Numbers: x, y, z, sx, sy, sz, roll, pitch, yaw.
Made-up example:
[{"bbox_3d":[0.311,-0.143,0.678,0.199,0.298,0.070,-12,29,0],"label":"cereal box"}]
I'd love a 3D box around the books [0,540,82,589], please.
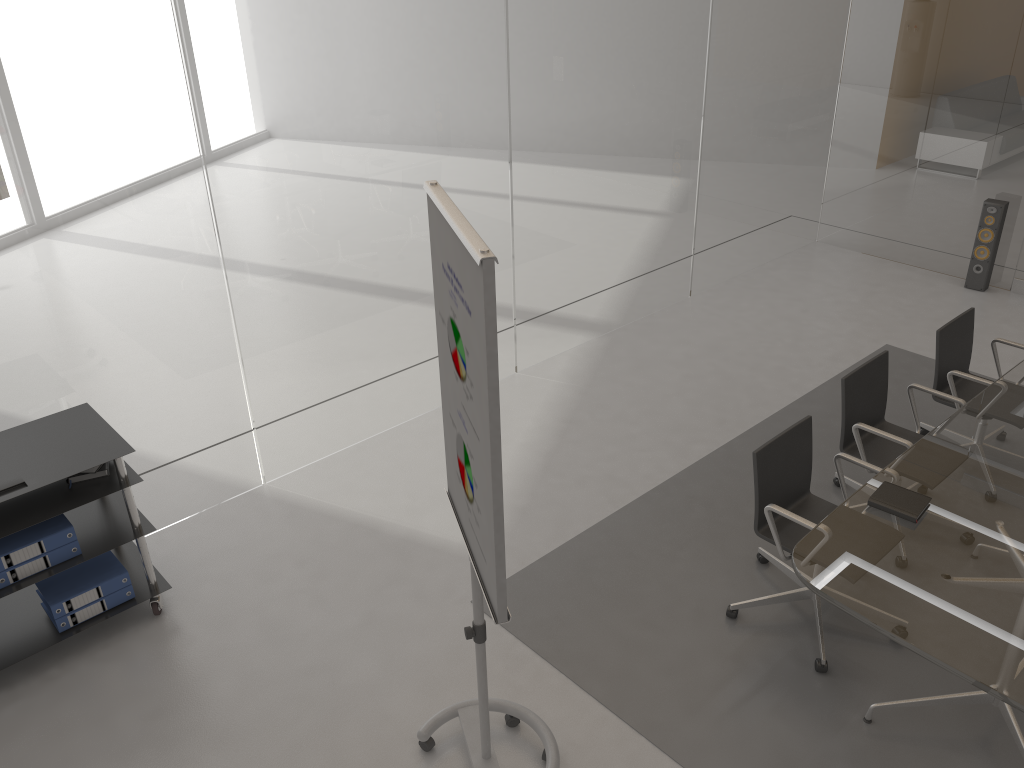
[{"bbox_3d":[-1.982,0.685,3.642,0.320,0.077,0.263,-24,35,-36],"label":"books"}]

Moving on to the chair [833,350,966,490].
[{"bbox_3d":[1.902,0.352,4.240,0.710,0.805,0.731,14,32,27],"label":"chair"}]

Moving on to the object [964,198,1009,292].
[{"bbox_3d":[3.697,-1.077,6.921,0.152,0.706,0.124,23,36,38],"label":"object"}]

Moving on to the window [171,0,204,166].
[{"bbox_3d":[-4.401,-4.178,9.126,0.100,4.498,8.533,7,29,16],"label":"window"}]

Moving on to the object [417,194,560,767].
[{"bbox_3d":[-0.128,0.498,2.716,0.553,2.088,0.560,16,33,30],"label":"object"}]

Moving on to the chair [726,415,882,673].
[{"bbox_3d":[1.345,0.653,3.707,0.710,0.805,0.731,14,32,27],"label":"chair"}]

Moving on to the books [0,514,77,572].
[{"bbox_3d":[-1.985,0.620,3.609,0.320,0.077,0.263,-24,35,-36],"label":"books"}]

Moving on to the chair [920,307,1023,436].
[{"bbox_3d":[2.549,0.104,4.669,0.710,0.805,0.731,14,32,27],"label":"chair"}]

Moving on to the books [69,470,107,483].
[{"bbox_3d":[-1.799,0.348,3.760,0.146,0.028,0.170,-13,30,-20],"label":"books"}]

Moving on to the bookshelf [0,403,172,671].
[{"bbox_3d":[-2.076,0.719,3.716,0.985,0.855,0.567,-24,35,-36],"label":"bookshelf"}]

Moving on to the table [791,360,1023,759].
[{"bbox_3d":[2.473,0.664,3.708,3.054,0.721,1.372,-24,35,-36],"label":"table"}]

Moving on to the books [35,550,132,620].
[{"bbox_3d":[-1.861,0.853,3.835,0.320,0.077,0.263,-24,35,-36],"label":"books"}]

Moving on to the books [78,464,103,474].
[{"bbox_3d":[-1.806,0.315,3.754,0.164,0.032,0.183,-1,28,2],"label":"books"}]

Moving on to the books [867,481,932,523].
[{"bbox_3d":[1.471,0.448,3.366,0.183,0.032,0.164,22,36,36],"label":"books"}]

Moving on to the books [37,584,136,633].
[{"bbox_3d":[-1.858,0.917,3.869,0.320,0.077,0.263,-24,35,-36],"label":"books"}]
